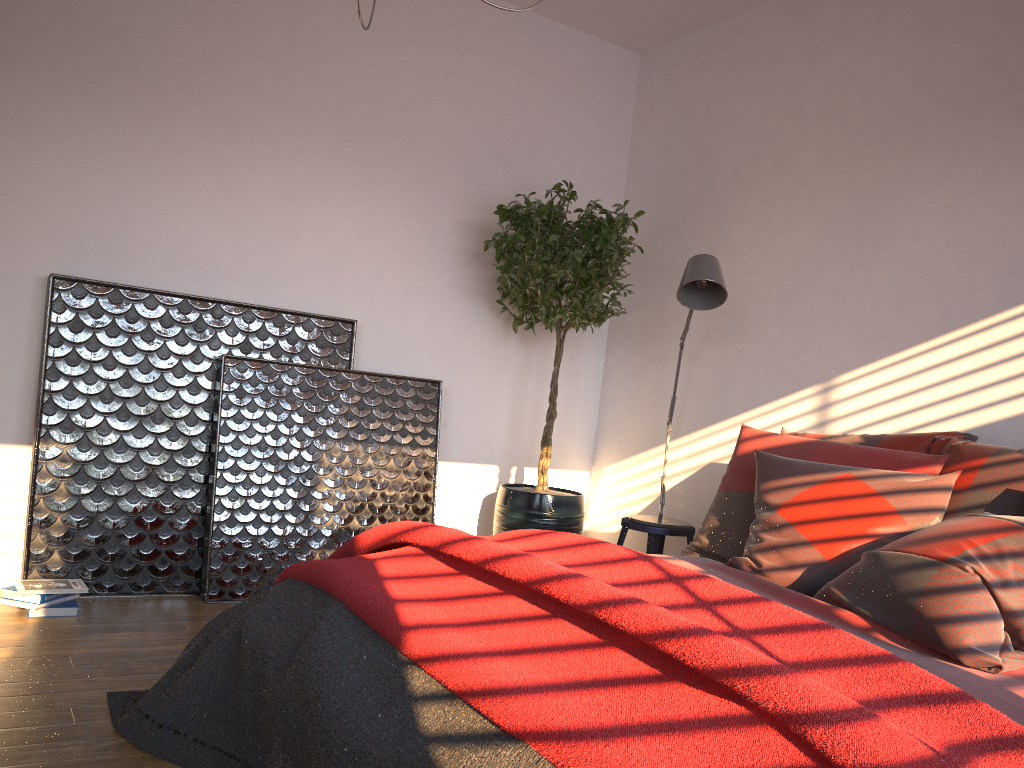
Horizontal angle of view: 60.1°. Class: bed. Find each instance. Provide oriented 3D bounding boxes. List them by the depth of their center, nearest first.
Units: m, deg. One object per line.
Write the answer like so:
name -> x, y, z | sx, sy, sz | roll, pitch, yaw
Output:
bed -> 0.676, 0.698, 2.156 | 2.319, 0.771, 2.029 | 7, -1, -32

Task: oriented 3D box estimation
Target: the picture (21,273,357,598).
picture -> -1.308, 0.265, 3.733 | 1.252, 1.254, 0.171 | 6, 2, -32

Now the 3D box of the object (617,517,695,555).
object -> 0.636, 0.869, 4.019 | 0.343, 0.481, 0.337 | 6, 1, -32

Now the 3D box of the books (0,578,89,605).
books -> -1.729, 0.755, 3.261 | 0.271, 0.050, 0.257 | 7, -1, -35

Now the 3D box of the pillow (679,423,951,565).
pillow -> 1.221, 0.450, 2.546 | 0.529, 0.552, 1.808 | 6, 0, -31

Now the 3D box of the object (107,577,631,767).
object -> -0.012, 0.710, 1.728 | 1.125, 0.568, 2.498 | 7, -1, -31

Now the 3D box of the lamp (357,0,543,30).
lamp -> -0.300, -1.434, 1.791 | 1.250, 1.080, 1.097 | 6, 1, -32

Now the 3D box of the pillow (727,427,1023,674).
pillow -> 1.231, 0.478, 2.461 | 1.147, 0.734, 2.135 | 7, -1, -33

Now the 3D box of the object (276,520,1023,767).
object -> 0.093, 0.694, 1.833 | 0.684, 0.661, 2.636 | 6, -1, -31

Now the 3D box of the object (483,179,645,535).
object -> 0.149, 0.047, 4.305 | 0.803, 2.023, 0.809 | 6, 2, -28

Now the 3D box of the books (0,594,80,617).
books -> -1.702, 0.808, 3.264 | 0.257, 0.050, 0.270 | 6, -1, 13

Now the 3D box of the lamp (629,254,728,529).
lamp -> 0.694, 0.062, 3.742 | 0.279, 1.129, 0.788 | 7, 1, 9

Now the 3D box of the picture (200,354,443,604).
picture -> -0.807, 0.441, 3.923 | 1.028, 1.028, 0.209 | 6, 2, -32
